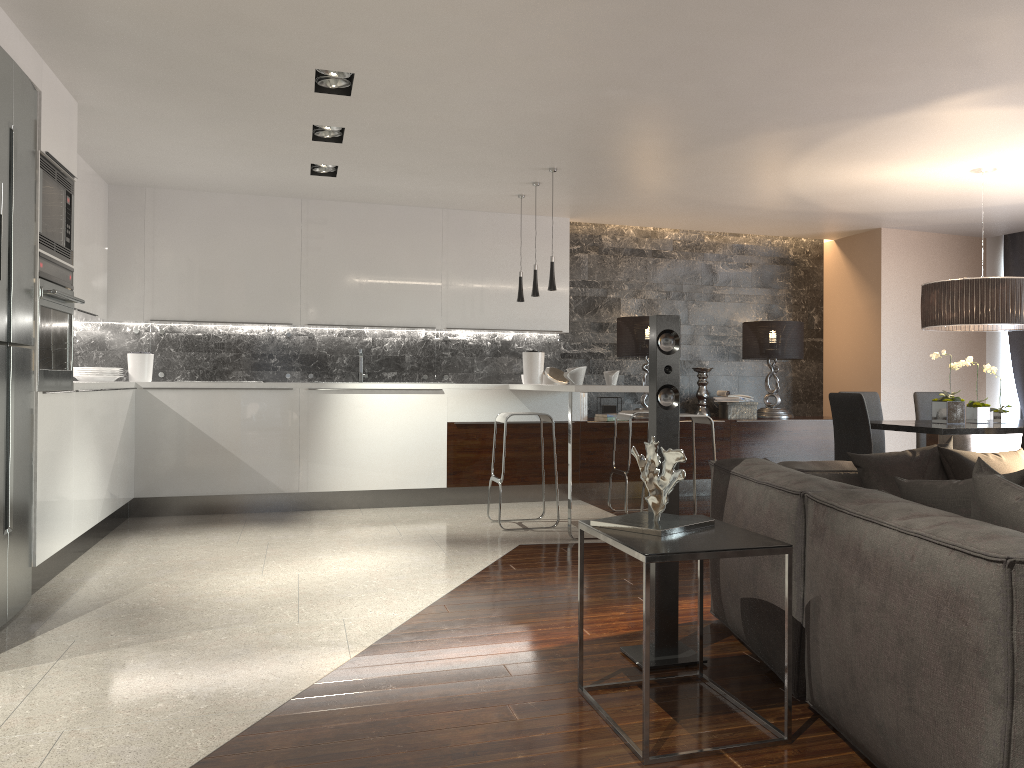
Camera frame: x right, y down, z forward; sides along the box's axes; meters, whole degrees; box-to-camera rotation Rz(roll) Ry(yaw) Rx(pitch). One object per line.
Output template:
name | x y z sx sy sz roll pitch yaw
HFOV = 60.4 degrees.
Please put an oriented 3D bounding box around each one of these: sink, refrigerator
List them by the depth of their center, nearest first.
refrigerator | -2.364 -0.178 3.548 0.602 2.343 0.846 1 0 -15
sink | -1.093 -0.028 7.360 1.191 0.520 0.492 0 0 -18

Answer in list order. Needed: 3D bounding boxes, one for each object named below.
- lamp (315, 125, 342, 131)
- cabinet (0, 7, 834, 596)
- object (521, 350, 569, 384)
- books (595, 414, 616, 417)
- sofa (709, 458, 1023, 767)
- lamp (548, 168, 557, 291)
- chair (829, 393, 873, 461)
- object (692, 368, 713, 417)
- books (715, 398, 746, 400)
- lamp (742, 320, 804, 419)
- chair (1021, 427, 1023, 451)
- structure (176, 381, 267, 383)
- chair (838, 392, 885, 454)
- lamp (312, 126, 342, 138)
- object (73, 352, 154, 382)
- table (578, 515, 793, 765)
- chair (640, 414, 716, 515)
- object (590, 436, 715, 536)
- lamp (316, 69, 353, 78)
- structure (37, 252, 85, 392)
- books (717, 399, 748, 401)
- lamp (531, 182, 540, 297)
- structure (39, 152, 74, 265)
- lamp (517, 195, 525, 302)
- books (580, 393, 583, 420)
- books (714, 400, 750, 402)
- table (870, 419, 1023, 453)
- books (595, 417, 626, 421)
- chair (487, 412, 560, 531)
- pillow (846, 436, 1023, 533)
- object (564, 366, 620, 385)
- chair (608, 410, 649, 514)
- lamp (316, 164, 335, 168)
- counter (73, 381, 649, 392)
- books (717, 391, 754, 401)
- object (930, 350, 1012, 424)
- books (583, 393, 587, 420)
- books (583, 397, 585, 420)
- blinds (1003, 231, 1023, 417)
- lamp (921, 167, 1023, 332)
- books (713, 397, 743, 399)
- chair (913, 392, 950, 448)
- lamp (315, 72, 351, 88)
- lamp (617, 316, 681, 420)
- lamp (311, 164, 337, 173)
lamp | -1.087 -1.546 5.207 0.182 0.077 0.171 0 0 -16
cabinet | 0.374 -0.242 5.953 7.147 2.501 4.305 0 0 -17
object | 0.295 -0.146 7.835 0.419 0.298 0.569 0 0 -3
books | 0.873 0.277 7.765 0.240 0.024 0.158 0 0 -37
sofa | 2.117 0.673 2.761 2.523 0.704 2.695 0 0 -6
lamp | 0.281 -1.070 6.104 0.060 0.845 0.056 1 -1 -16
chair | 2.416 0.541 5.778 0.591 0.964 0.414 1 0 -17
object | 1.820 0.086 8.406 0.199 0.485 0.217 0 0 32
books | 2.114 0.144 8.486 0.244 0.011 0.330 0 0 21
lamp | 2.556 -0.135 8.626 0.583 0.933 0.602 0 0 10
chair | 3.049 0.547 5.277 0.441 0.964 0.554 1 0 -16
structure | -2.285 -0.019 6.956 0.644 0.011 0.549 0 0 -17
chair | 2.740 0.542 6.561 0.441 0.964 0.554 1 0 -16
lamp | -1.128 -1.546 5.377 0.186 0.077 0.168 0 0 -33
object | -3.070 -0.135 6.732 0.561 0.234 0.349 0 0 -8
table | 0.506 0.735 2.700 0.465 0.563 0.582 1 0 -16
chair | 1.178 0.614 6.183 0.444 0.800 0.407 1 0 -16
object | 0.452 0.309 2.817 0.269 0.287 0.300 0 0 44
lamp | -0.866 -1.542 4.293 0.182 0.077 0.171 0 0 -16
structure | -2.523 -0.292 4.297 0.671 0.651 0.644 0 0 -16
books | 2.133 0.154 8.494 0.244 0.011 0.330 0 0 21
lamp | 0.176 -1.071 6.539 0.060 0.845 0.056 1 -1 -16
structure | -2.564 -0.857 4.286 0.632 0.450 0.639 0 0 -16
lamp | 0.071 -1.073 6.975 0.060 0.845 0.056 1 -1 -16
books | 0.594 0.199 7.810 0.019 0.244 0.169 1 0 -14
books | 2.121 0.165 8.481 0.241 0.011 0.334 0 0 31
table | 3.245 0.649 6.031 1.655 0.760 1.007 0 0 -17
books | 0.876 0.306 7.775 0.256 0.034 0.170 0 0 -38
chair | 0.078 0.606 6.266 0.444 0.800 0.407 1 0 -16
pillow | 1.618 0.416 3.134 1.002 0.431 2.211 0 0 37
object | 0.552 -0.057 6.159 0.452 0.133 0.182 0 0 -17
chair | 1.018 0.611 6.848 0.444 0.800 0.407 1 0 -16
lamp | -1.305 -1.549 6.119 0.186 0.077 0.167 0 0 -40
counter | -1.242 0.017 6.301 4.162 0.041 2.606 0 0 -17
books | 2.165 0.120 8.543 0.277 0.109 0.318 0 0 -6
object | 3.141 0.017 6.068 0.596 0.501 0.298 0 0 -21
books | 0.634 0.199 7.846 0.024 0.243 0.170 1 0 -14
books | 0.616 0.218 7.819 0.021 0.205 0.150 1 0 -14
blinds | 6.189 -0.386 5.521 0.779 2.894 7.190 1 0 -21
lamp | 3.241 -0.932 6.053 0.793 1.103 0.815 0 0 8
books | 2.107 0.133 8.481 0.242 0.011 0.332 0 0 26
chair | 3.427 0.547 6.793 0.441 0.964 0.554 1 0 -16
lamp | -0.907 -1.543 4.463 0.186 0.077 0.168 0 0 -33
lamp | 1.271 -0.144 8.191 0.619 0.933 0.566 1 0 -26
lamp | -1.347 -1.550 6.289 0.167 0.077 0.186 0 0 45
